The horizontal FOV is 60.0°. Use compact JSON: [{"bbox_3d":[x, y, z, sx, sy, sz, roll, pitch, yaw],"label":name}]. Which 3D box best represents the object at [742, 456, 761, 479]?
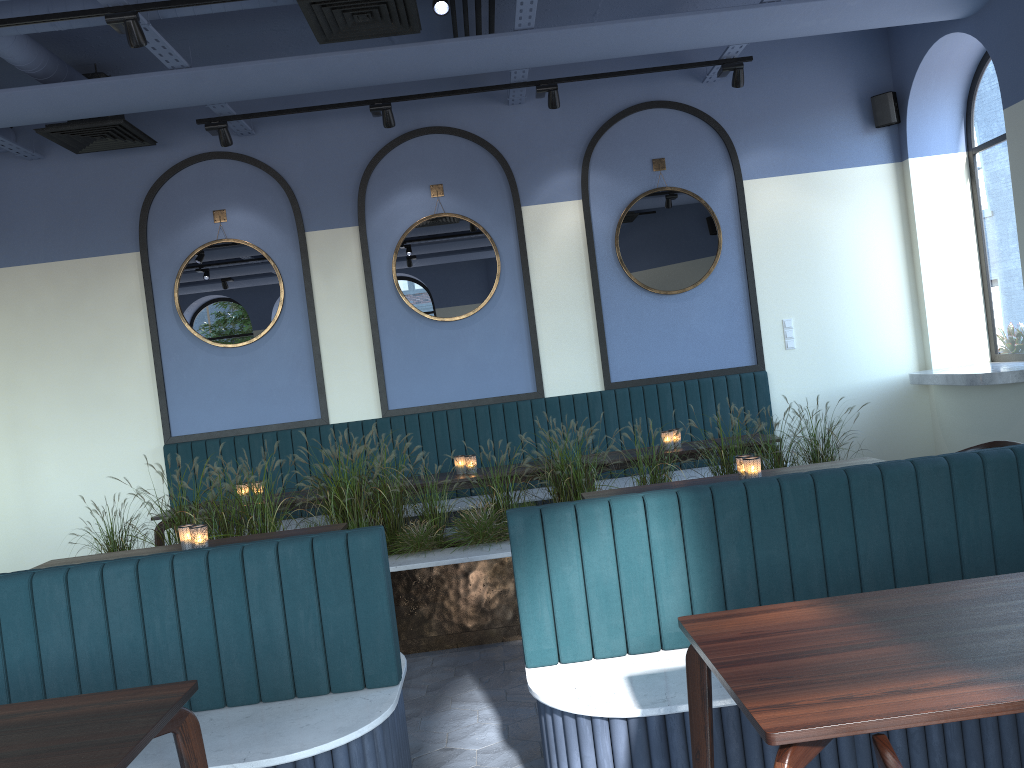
[{"bbox_3d":[1.089,0.392,4.009,0.078,0.120,0.078,-7,1,16],"label":"object"}]

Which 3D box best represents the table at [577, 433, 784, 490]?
[{"bbox_3d":[1.134,0.798,5.912,1.332,0.755,0.548,-7,1,-1],"label":"table"}]

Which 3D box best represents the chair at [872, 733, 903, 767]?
[{"bbox_3d":[0.851,0.886,1.193,0.618,0.793,0.525,-7,1,23],"label":"chair"}]

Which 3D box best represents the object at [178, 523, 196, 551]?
[{"bbox_3d":[-1.481,0.706,4.059,0.078,0.120,0.078,-7,1,-18],"label":"object"}]

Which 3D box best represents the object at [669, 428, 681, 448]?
[{"bbox_3d":[1.093,0.363,5.935,0.078,0.120,0.078,-7,1,-18],"label":"object"}]

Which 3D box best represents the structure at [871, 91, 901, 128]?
[{"bbox_3d":[-2.675,-1.433,3.676,13.143,0.268,7.261,-7,1,-18],"label":"structure"}]

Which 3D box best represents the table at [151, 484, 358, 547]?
[{"bbox_3d":[-1.623,1.137,5.843,1.285,0.755,0.548,-7,1,-1],"label":"table"}]

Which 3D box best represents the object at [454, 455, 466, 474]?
[{"bbox_3d":[-0.344,0.539,5.917,0.078,0.120,0.078,-7,1,-18],"label":"object"}]

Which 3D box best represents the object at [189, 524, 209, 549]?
[{"bbox_3d":[-1.407,0.698,3.996,0.078,0.120,0.078,-7,1,-18],"label":"object"}]

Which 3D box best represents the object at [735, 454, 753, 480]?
[{"bbox_3d":[1.081,0.391,4.107,0.078,0.120,0.078,-7,1,16],"label":"object"}]

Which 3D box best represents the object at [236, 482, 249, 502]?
[{"bbox_3d":[-1.769,0.715,5.838,0.078,0.120,0.078,-7,1,16],"label":"object"}]

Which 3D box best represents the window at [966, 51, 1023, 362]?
[{"bbox_3d":[-0.378,-0.765,0.942,14.212,2.394,3.897,-8,1,-41],"label":"window"}]

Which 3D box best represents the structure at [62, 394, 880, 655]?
[{"bbox_3d":[-0.234,0.751,5.055,4.878,1.207,1.143,-7,1,0],"label":"structure"}]

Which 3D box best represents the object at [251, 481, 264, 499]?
[{"bbox_3d":[-1.673,0.703,5.845,0.078,0.120,0.078,-7,1,16],"label":"object"}]

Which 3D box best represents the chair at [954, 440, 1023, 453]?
[{"bbox_3d":[2.104,0.689,4.091,0.525,0.793,0.618,-7,1,-2],"label":"chair"}]

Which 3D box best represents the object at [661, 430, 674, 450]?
[{"bbox_3d":[1.030,0.371,5.861,0.078,0.120,0.078,-7,1,-18],"label":"object"}]

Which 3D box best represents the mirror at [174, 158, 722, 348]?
[{"bbox_3d":[-0.503,-1.043,7.020,4.357,1.089,0.026,-7,1,-1],"label":"mirror"}]

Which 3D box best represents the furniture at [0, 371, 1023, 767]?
[{"bbox_3d":[-0.222,0.783,4.715,4.800,1.150,4.703,-7,1,-1],"label":"furniture"}]

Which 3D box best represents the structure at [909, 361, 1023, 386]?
[{"bbox_3d":[-0.385,0.469,1.116,14.155,0.080,4.315,-8,1,-40],"label":"structure"}]

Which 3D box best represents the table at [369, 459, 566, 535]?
[{"bbox_3d":[-0.255,0.969,5.878,1.332,0.755,0.548,-7,1,-1],"label":"table"}]

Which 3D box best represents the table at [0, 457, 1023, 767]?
[{"bbox_3d":[-2.523,1.303,2.146,9.778,0.755,3.997,-7,1,-18],"label":"table"}]

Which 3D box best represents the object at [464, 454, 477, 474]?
[{"bbox_3d":[-0.270,0.531,5.853,0.078,0.120,0.078,-7,1,-18],"label":"object"}]
